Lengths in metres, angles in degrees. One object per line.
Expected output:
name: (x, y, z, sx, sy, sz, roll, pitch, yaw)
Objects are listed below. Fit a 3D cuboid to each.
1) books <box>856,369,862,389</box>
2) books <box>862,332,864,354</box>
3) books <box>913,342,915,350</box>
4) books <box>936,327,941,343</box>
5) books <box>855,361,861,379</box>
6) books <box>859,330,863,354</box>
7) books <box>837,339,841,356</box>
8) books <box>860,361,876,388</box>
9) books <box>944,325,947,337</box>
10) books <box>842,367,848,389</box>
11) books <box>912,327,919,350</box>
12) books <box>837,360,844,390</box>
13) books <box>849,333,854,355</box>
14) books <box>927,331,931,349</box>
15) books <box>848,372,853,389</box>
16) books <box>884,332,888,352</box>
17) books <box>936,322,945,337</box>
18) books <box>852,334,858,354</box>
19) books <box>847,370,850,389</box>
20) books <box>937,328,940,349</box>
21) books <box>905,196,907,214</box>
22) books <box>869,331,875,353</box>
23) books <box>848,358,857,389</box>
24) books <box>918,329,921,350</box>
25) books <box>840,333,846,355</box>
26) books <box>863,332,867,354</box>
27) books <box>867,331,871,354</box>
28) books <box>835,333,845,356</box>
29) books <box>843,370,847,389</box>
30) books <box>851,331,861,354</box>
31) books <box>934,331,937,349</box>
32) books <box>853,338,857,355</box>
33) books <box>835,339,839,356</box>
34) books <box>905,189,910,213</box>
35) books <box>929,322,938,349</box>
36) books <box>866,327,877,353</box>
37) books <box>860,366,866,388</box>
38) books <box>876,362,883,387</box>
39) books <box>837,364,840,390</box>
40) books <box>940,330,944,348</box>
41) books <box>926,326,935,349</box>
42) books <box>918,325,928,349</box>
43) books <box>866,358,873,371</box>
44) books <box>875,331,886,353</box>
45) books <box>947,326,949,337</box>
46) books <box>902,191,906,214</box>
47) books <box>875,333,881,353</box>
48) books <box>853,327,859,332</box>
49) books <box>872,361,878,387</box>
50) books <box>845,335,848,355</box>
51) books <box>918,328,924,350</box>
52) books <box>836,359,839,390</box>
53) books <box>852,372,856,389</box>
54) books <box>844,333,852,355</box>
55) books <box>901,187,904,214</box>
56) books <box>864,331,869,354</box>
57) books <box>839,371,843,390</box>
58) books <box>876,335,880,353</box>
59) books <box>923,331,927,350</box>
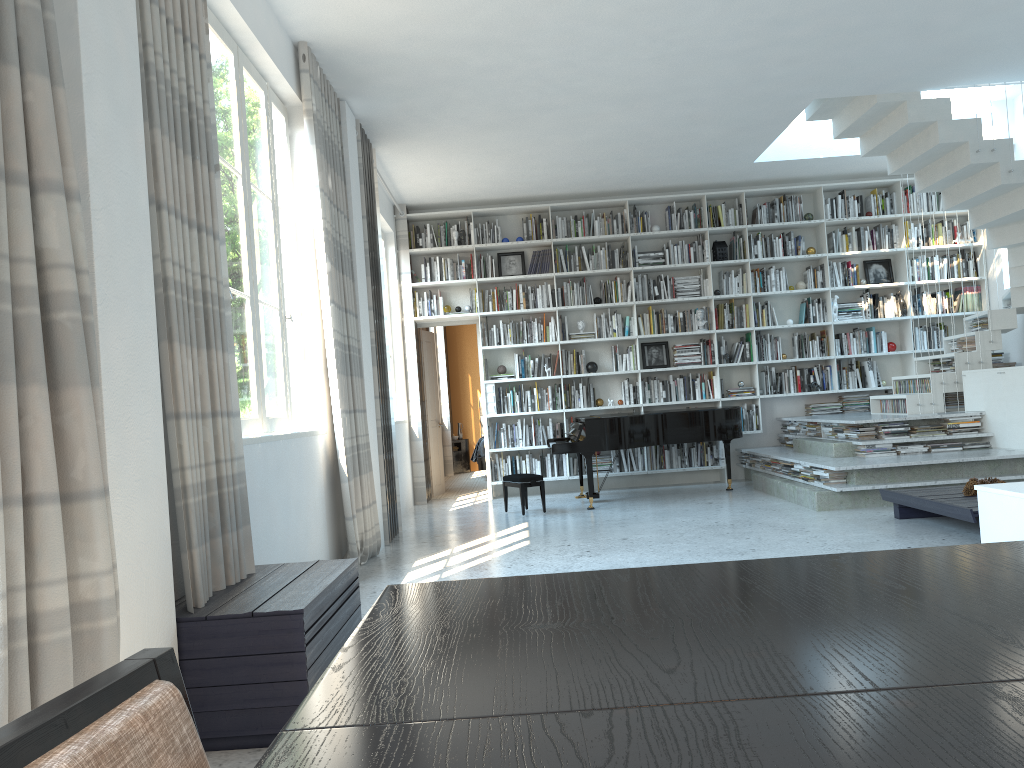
books: (3.761, -0.058, 9.693, 0.052, 0.217, 0.184, -4, -1, 0)
books: (3.807, -0.456, 9.701, 0.011, 0.272, 0.152, -4, -1, 0)
books: (4.336, -0.495, 9.703, 0.085, 0.278, 0.159, -4, -1, 0)
books: (4.649, -0.500, 9.714, 0.027, 0.242, 0.131, -4, -1, 0)
books: (3.789, -0.103, 9.715, 0.010, 0.304, 0.131, -4, -1, 0)
books: (3.785, -0.450, 9.681, 0.012, 0.262, 0.186, -4, -1, 0)
books: (3.548, -0.393, 9.697, 0.022, 0.184, 0.162, -4, -1, 0)
books: (3.862, -0.103, 9.654, 0.075, 0.291, 0.255, -4, -1, 0)
books: (4.722, -0.511, 9.705, 0.012, 0.254, 0.161, -4, -1, 0)
books: (3.633, -0.062, 9.692, 0.015, 0.243, 0.156, -4, -1, 0)
books: (4.391, -0.487, 9.688, 0.024, 0.252, 0.175, -4, -1, 0)
books: (3.594, -0.101, 9.714, 0.013, 0.327, 0.130, -4, -1, 0)
books: (3.687, -0.431, 9.702, 0.026, 0.239, 0.177, -4, -1, 0)
books: (4.529, -0.475, 9.702, 0.025, 0.208, 0.149, -4, -1, 0)
books: (3.683, -0.037, 9.704, 0.030, 0.188, 0.140, -4, -1, 0)
books: (4.056, -0.449, 9.699, 0.027, 0.223, 0.170, -4, -1, 0)
books: (4.687, -0.525, 9.694, 0.011, 0.284, 0.161, -4, -1, 0)
books: (3.734, -0.429, 9.699, 0.012, 0.229, 0.179, -4, -1, 0)
books: (3.654, -0.047, 9.703, 0.025, 0.210, 0.137, -4, -1, 0)
books: (4.629, -0.493, 9.698, 0.014, 0.230, 0.172, -4, -1, 0)
books: (4.291, -1.938, 9.728, 0.025, 0.223, 0.136, -4, -1, 0)
books: (3.903, -0.449, 9.685, 0.023, 0.244, 0.189, -4, -1, 0)
books: (3.724, -0.114, 9.694, 0.014, 0.333, 0.168, -4, -1, 0)
books: (4.422, -0.481, 9.695, 0.037, 0.236, 0.153, -4, -1, 0)
books: (3.608, -0.429, 9.705, 0.024, 0.247, 0.143, -4, -1, 0)
books: (3.827, -0.444, 9.704, 0.026, 0.246, 0.165, -4, -1, 0)
books: (3.885, -0.452, 9.710, 0.012, 0.254, 0.161, -4, -1, 0)
books: (3.573, -0.425, 9.694, 0.047, 0.244, 0.177, -4, -1, 0)
books: (3.616, -0.046, 9.703, 0.023, 0.214, 0.163, -4, -1, 0)
books: (3.753, -0.444, 9.677, 0.028, 0.255, 0.191, -4, -1, 0)
books: (4.596, -0.476, 9.704, 0.027, 0.201, 0.164, -4, -1, 0)
books: (3.716, -0.404, 9.689, 0.027, 0.181, 0.186, -4, -1, 0)
books: (3.526, -0.393, 9.699, 0.023, 0.186, 0.159, -4, -1, 0)
books: (4.308, -1.972, 9.714, 0.013, 0.286, 0.150, -4, -1, 0)
books: (4.613, -0.525, 9.704, 0.013, 0.297, 0.141, -4, -1, 0)
books: (3.926, -0.474, 9.688, 0.026, 0.290, 0.181, -4, -1, 0)
books: (3.811, -0.073, 9.696, 0.031, 0.239, 0.171, -4, -1, 0)
books: (3.984, -0.102, 9.698, 0.062, 0.274, 0.148, -4, -1, 0)
books: (3.549, -0.078, 9.704, 0.015, 0.287, 0.138, -4, -1, 0)
books: (4.674, -0.484, 9.685, 0.021, 0.205, 0.174, -4, -1, 0)
books: (4.554, -0.497, 9.676, 0.027, 0.248, 0.184, -4, -1, 0)
books: (4.502, -0.502, 9.709, 0.024, 0.267, 0.133, -4, -1, 0)
books: (3.921, -0.123, 9.711, 0.012, 0.326, 0.136, -4, -1, 0)
books: (4.030, -0.453, 9.698, 0.025, 0.235, 0.181, -4, -1, 0)
books: (4.735, -0.505, 9.701, 0.013, 0.240, 0.166, -4, -1, 0)
books: (4.265, -1.963, 9.718, 0.022, 0.275, 0.160, -4, -1, 0)
books: (4.000, -0.442, 9.707, 0.037, 0.218, 0.139, -4, -1, 0)
books: (3.772, -0.467, 9.699, 0.013, 0.299, 0.147, -4, -1, 0)
books: (3.940, -0.106, 9.689, 0.025, 0.287, 0.160, -4, -1, 0)
books: (3.626, -0.418, 9.692, 0.011, 0.223, 0.163, -4, -1, 0)
books: (4.451, -0.486, 9.696, 0.022, 0.242, 0.151, -4, -1, 0)
books: (3.533, -0.102, 9.702, 0.014, 0.337, 0.132, -4, -1, 0)
books: (3.710, -0.038, 9.697, 0.024, 0.185, 0.149, -4, -1, 0)
books: (3.652, -0.432, 9.687, 0.045, 0.246, 0.185, -4, -1, 0)
books: (4.238, -1.980, 9.705, 0.011, 0.313, 0.172, -4, -1, 0)
books: (3.847, -0.447, 9.684, 0.014, 0.249, 0.177, -4, -1, 0)
books: (3.575, -0.042, 9.715, 0.033, 0.213, 0.140, -4, -1, 0)
books: (3.967, -0.431, 9.691, 0.030, 0.201, 0.189, -4, -1, 0)
books: (4.478, -0.468, 9.690, 0.029, 0.201, 0.172, -4, -1, 0)
